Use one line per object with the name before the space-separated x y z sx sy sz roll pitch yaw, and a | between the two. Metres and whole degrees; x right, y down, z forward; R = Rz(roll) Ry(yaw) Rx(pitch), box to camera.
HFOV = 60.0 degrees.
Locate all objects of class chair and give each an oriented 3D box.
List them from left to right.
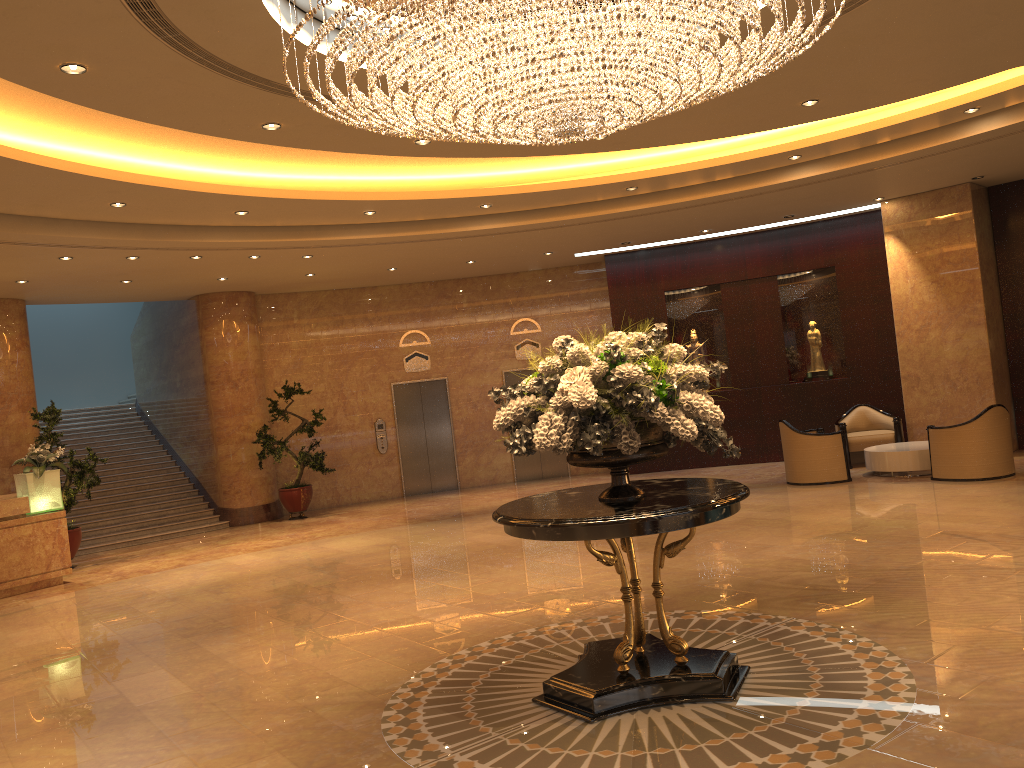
chair | 4.210 0.917 12.495 0.769 0.916 0.951 -7 0 -1
chair | 5.461 0.778 13.600 0.951 0.916 0.769 -7 0 14
chair | 5.870 0.720 11.235 0.951 0.916 0.769 -6 0 -21

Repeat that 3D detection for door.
door | -1.637 0.990 16.755 1.070 2.145 0.150 -7 0 -10
door | 0.464 0.751 16.961 1.070 2.149 0.150 -7 0 0

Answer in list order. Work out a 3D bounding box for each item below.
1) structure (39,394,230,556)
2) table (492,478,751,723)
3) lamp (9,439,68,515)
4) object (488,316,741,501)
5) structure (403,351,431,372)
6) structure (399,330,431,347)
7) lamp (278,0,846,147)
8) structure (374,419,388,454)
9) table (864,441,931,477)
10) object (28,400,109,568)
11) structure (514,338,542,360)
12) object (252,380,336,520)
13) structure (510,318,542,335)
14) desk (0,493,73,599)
structure | -8.119 0.016 16.993 9.849 5.560 7.472 -6 0 -36
table | 0.683 1.197 5.180 1.493 1.089 1.493 -6 0 -42
lamp | -5.923 1.151 11.184 0.532 0.897 0.606 -7 0 33
object | 0.550 0.163 5.152 1.318 0.999 1.277 -7 0 -5
structure | -1.790 -0.428 16.721 0.504 0.405 0.012 -7 0 -11
structure | -1.841 -0.872 16.722 0.600 0.293 0.010 -7 0 -11
lamp | 0.272 -2.066 5.240 3.204 1.196 3.206 -7 0 1
structure | -2.431 0.974 16.514 0.200 0.661 0.053 -7 0 -14
table | 5.564 1.042 12.363 1.196 0.354 1.196 -7 0 -9
object | -6.369 1.406 12.548 1.250 2.363 0.843 -7 0 35
structure | 0.303 -0.668 16.917 0.504 0.405 0.012 -7 0 0
object | -3.706 1.111 15.008 1.250 2.363 0.843 -7 0 -14
structure | 0.251 -1.112 16.918 0.600 0.293 0.010 -7 0 0
desk | -7.175 2.074 5.448 3.466 1.155 12.951 -7 0 -1
